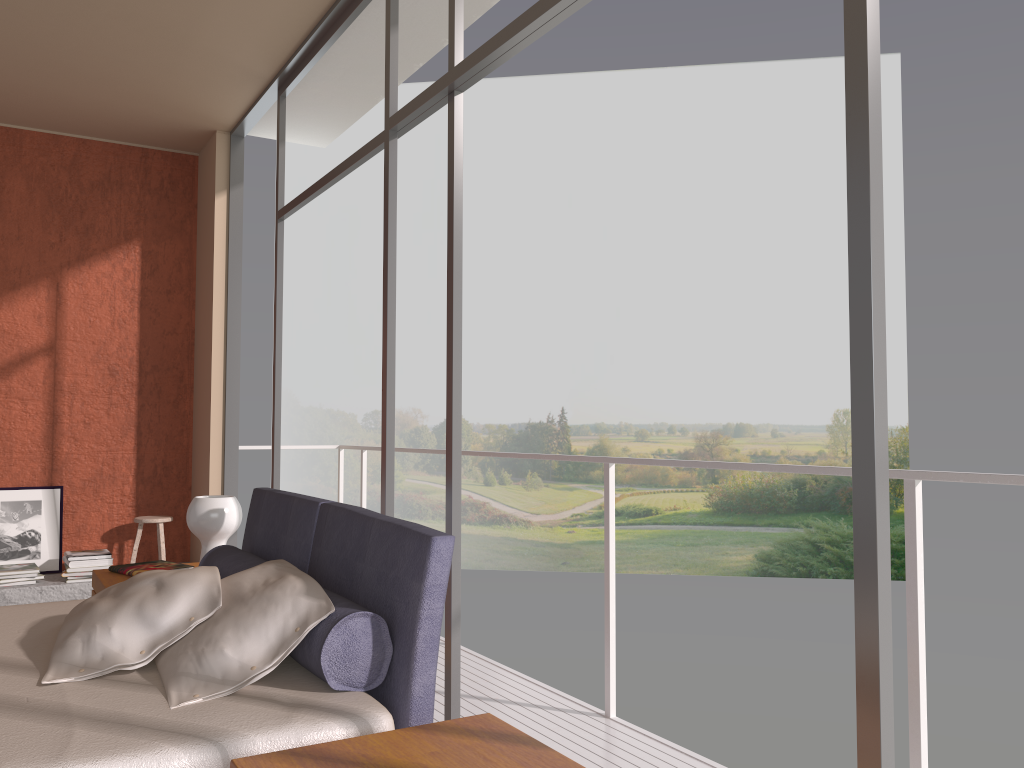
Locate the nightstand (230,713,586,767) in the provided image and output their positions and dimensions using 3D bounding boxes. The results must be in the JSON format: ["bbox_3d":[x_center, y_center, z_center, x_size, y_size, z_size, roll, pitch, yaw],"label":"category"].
[{"bbox_3d":[-0.133,0.982,1.536,0.562,0.556,0.628,2,-4,-30],"label":"nightstand"}]

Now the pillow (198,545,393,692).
[{"bbox_3d":[-0.726,0.674,2.741,0.205,0.201,1.470,2,-4,-30],"label":"pillow"}]

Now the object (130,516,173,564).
[{"bbox_3d":[-2.354,1.053,5.847,0.260,0.349,0.257,-2,-3,29],"label":"object"}]

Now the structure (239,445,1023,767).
[{"bbox_3d":[0.444,0.749,2.688,0.728,1.005,7.689,2,-4,-30],"label":"structure"}]

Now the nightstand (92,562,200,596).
[{"bbox_3d":[-1.470,1.099,3.810,0.562,0.556,0.628,2,-4,-30],"label":"nightstand"}]

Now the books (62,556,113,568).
[{"bbox_3d":[-2.639,1.096,5.515,0.247,0.038,0.319,2,-4,-33],"label":"books"}]

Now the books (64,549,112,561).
[{"bbox_3d":[-2.642,1.065,5.522,0.247,0.025,0.287,2,-4,-31],"label":"books"}]

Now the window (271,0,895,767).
[{"bbox_3d":[0.198,-0.254,2.370,0.075,3.133,6.106,2,-4,-30],"label":"window"}]

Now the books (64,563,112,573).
[{"bbox_3d":[-2.639,1.129,5.514,0.247,0.027,0.328,2,-3,-29],"label":"books"}]

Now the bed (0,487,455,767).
[{"bbox_3d":[-1.623,0.822,2.222,2.462,0.959,2.017,2,-4,-30],"label":"bed"}]

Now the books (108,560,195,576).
[{"bbox_3d":[-1.581,0.812,3.890,0.287,0.025,0.247,-2,-4,40],"label":"books"}]

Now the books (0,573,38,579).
[{"bbox_3d":[-2.992,1.136,5.331,0.247,0.025,0.287,2,-3,-28],"label":"books"}]

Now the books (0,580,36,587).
[{"bbox_3d":[-3.009,1.181,5.325,0.247,0.025,0.287,2,-4,-34],"label":"books"}]

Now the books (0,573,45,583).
[{"bbox_3d":[-3.002,1.158,5.341,0.328,0.018,0.247,-3,-4,44],"label":"books"}]

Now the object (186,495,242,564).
[{"bbox_3d":[-1.258,0.646,3.746,0.224,0.338,0.224,1,-3,-19],"label":"object"}]

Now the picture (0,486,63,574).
[{"bbox_3d":[-3.102,0.930,5.616,0.458,0.550,0.117,2,-4,-30],"label":"picture"}]

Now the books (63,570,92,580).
[{"bbox_3d":[-2.642,1.178,5.516,0.247,0.018,0.287,2,-4,-31],"label":"books"}]

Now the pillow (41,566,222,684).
[{"bbox_3d":[-1.101,0.666,2.620,0.431,0.264,0.869,1,-3,-23],"label":"pillow"}]

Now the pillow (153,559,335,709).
[{"bbox_3d":[-0.761,0.646,2.405,0.400,0.265,0.791,2,-3,-28],"label":"pillow"}]

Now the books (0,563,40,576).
[{"bbox_3d":[-2.995,1.115,5.336,0.247,0.018,0.328,2,-4,-33],"label":"books"}]

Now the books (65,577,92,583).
[{"bbox_3d":[-2.639,1.196,5.510,0.247,0.018,0.328,2,-3,-29],"label":"books"}]

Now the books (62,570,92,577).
[{"bbox_3d":[-2.632,1.156,5.494,0.247,0.025,0.287,1,-3,-20],"label":"books"}]
